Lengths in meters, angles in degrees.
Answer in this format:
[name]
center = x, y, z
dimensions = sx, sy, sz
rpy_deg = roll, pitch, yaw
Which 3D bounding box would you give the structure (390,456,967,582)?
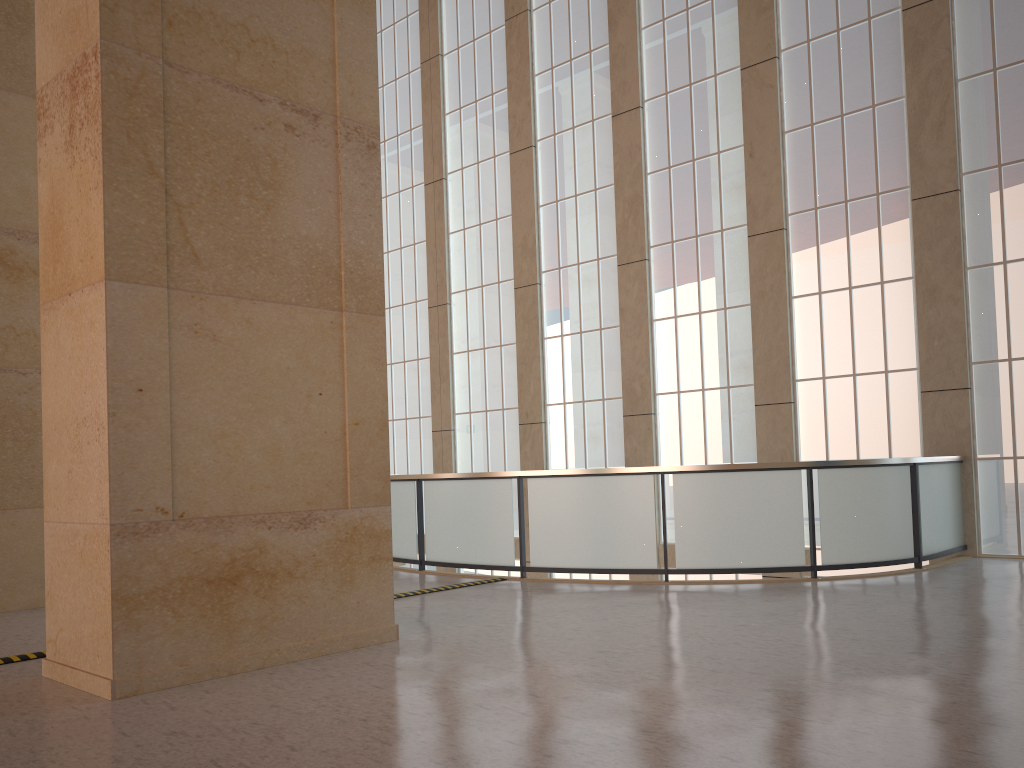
[structure]
center = 1.125, 2.518, 16.847
dimensions = 13.102, 1.790, 5.254
rpy_deg = -5, -6, 32

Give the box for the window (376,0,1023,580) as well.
[window]
center = -44.365, 6.401, 64.163
dimensions = 165.316, 28.590, 0.010
rpy_deg = -7, -5, 43
